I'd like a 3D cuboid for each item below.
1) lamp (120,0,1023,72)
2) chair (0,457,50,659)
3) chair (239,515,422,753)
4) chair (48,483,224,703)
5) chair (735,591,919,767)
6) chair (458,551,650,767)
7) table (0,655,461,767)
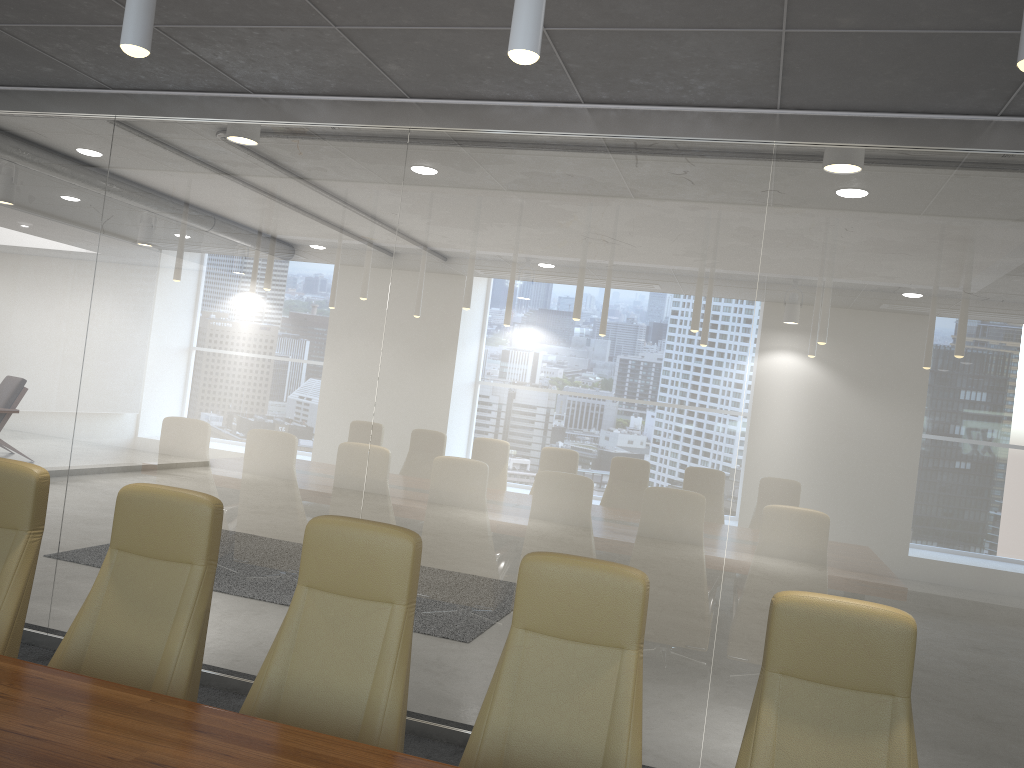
[{"bbox_3d":[-1.442,-2.078,1.703,7.258,2.378,2.619,7,-1,16],"label":"lamp"},{"bbox_3d":[-2.244,0.975,3.128,0.711,1.406,0.955,7,-1,16],"label":"chair"},{"bbox_3d":[-0.718,1.157,2.700,0.711,1.406,0.955,7,-1,16],"label":"chair"},{"bbox_3d":[-1.483,1.066,2.914,0.711,1.406,0.955,7,-1,16],"label":"chair"},{"bbox_3d":[0.840,1.344,2.334,0.711,1.406,0.955,7,-1,16],"label":"chair"},{"bbox_3d":[0.043,1.248,2.486,0.711,1.406,0.955,7,-1,16],"label":"chair"},{"bbox_3d":[-1.855,1.257,1.650,6.500,0.895,2.300,7,-1,16],"label":"table"}]
